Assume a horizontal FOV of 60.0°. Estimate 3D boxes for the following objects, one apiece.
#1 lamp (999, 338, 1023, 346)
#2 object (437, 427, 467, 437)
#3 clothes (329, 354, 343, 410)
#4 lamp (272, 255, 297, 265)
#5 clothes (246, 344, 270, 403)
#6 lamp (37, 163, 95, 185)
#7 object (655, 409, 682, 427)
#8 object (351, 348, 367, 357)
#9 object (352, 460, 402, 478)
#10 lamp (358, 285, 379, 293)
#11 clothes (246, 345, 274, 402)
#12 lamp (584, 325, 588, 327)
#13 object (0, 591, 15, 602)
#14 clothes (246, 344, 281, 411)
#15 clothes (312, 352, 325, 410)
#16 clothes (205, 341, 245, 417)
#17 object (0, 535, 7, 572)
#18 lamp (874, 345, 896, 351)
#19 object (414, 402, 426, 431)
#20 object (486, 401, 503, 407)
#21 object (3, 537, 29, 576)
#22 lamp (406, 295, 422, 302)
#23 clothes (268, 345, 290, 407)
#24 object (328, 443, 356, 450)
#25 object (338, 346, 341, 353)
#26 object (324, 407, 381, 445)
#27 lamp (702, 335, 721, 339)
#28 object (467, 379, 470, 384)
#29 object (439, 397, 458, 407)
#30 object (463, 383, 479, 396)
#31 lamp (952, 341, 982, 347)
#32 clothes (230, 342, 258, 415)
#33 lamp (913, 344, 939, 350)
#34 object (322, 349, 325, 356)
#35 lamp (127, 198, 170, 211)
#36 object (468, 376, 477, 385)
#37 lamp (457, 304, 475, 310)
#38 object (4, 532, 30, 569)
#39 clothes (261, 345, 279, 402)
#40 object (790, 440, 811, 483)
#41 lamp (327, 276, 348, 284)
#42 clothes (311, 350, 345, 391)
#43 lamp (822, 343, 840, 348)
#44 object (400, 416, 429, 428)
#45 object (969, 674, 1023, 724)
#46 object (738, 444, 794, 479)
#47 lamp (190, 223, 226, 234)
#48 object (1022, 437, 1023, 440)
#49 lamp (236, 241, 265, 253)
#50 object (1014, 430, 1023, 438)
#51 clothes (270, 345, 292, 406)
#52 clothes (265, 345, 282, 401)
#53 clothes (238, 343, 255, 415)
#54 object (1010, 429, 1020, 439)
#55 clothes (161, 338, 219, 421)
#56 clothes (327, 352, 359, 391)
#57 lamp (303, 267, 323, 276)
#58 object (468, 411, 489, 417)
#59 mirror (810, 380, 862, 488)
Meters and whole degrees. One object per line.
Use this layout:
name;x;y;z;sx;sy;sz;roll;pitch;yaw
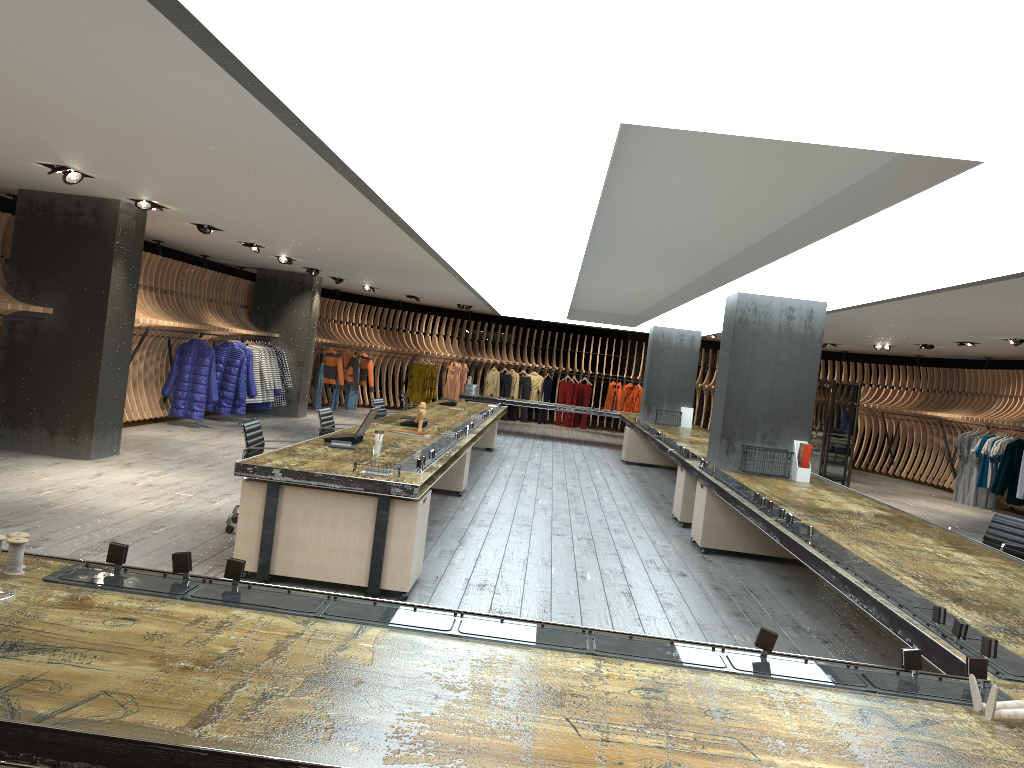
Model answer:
lamp;7.502;-0.694;13.166;0.269;0.286;0.493;7;1;3
object;-0.614;0.495;9.089;0.302;0.074;0.217;7;1;-3
clothes;-3.994;0.028;20.089;0.200;1.421;0.309;7;1;-5
lamp;-3.618;-2.051;14.176;0.269;0.286;0.493;7;1;3
clothes;-4.603;-0.168;15.639;0.752;1.062;0.128;7;1;1
lamp;-3.914;-1.919;7.804;0.269;0.288;0.493;7;1;3
object;2.845;0.621;16.113;0.459;0.289;0.329;7;1;5
object;-3.618;-0.715;20.609;0.549;0.243;0.023;6;1;-21
object;-0.869;0.552;5.723;0.302;0.074;0.217;7;1;-3
lamp;-3.023;-2.097;18.894;0.269;0.296;0.492;7;1;22
clothes;-4.592;-0.172;15.874;0.752;1.062;0.128;7;1;1
lamp;1.811;-1.612;22.463;0.492;0.296;0.269;7;1;-4
object;-1.564;0.584;2.495;0.343;0.015;0.233;8;2;34
clothes;-4.698;-0.132;16.527;0.885;1.238;0.245;7;1;-1
clothes;-4.241;0.013;19.549;0.200;1.421;0.309;7;1;-20
clothes;-4.885;-0.104;14.831;0.880;1.260;0.242;7;1;-1
object;-1.604;0.524;2.742;0.062;0.109;0.062;6;1;-25
lamp;7.514;-0.816;17.940;0.269;0.287;0.493;7;1;-17
object;-0.926;0.337;9.072;0.097;0.300;0.321;7;1;-14
object;-0.312;0.359;15.680;0.302;0.074;0.217;7;1;-3
object;-1.534;0.533;2.739;0.062;0.109;0.062;6;1;-25
lamp;-2.243;-2.042;20.272;0.269;0.293;0.492;7;1;35
clothes;-4.545;-0.132;16.678;0.807;1.187;0.192;7;1;3
object;-1.332;0.486;6.933;0.213;0.019;0.219;6;2;-12
object;-3.902;-0.736;20.089;0.023;0.243;0.549;7;1;-1
object;-1.311;0.329;7.290;0.365;0.316;0.373;7;1;3
lamp;4.829;-1.234;21.719;0.493;0.292;0.269;8;1;35
object;-0.926;-0.051;18.782;0.062;0.109;0.062;6;1;-31
object;-1.013;0.288;14.187;0.261;0.111;0.373;7;1;3
object;-0.875;0.125;18.920;0.303;0.239;0.498;7;1;3
lamp;7.576;-0.722;14.760;0.269;0.294;0.493;7;1;3
clothes;-4.720;-0.096;14.965;0.883;1.246;0.249;7;1;-1
lamp;7.648;-0.757;16.353;0.269;0.291;0.493;7;1;-2
object;-4.148;-0.750;19.535;0.023;0.243;0.549;7;1;-16
lamp;-3.841;-1.948;9.397;0.269;0.296;0.493;7;1;3
object;-0.818;-0.047;18.863;0.262;0.204;0.088;7;1;1
lamp;-1.130;-1.936;21.400;0.492;0.297;0.269;6;1;-37
object;-1.565;0.527;2.802;0.062;0.109;0.062;6;1;-25
clothes;-4.580;-0.178;16.136;0.752;1.062;0.128;7;1;1
object;2.862;0.763;8.758;0.129;0.383;0.240;7;1;3
lamp;-3.411;-2.106;17.357;0.269;0.292;0.492;7;1;9
clothes;-4.104;-0.334;19.852;0.840;0.881;0.200;7;1;18
lamp;6.966;-0.918;19.428;0.269;0.292;0.493;6;1;-30
object;-1.060;0.413;9.616;0.262;0.088;0.373;7;1;3
object;1.564;0.755;2.497;0.431;0.429;0.195;7;1;-2
object;2.500;0.772;8.718;0.459;0.289;0.330;7;1;0
lamp;-3.766;-1.982;10.990;0.269;0.292;0.493;7;1;3
object;8.389;0.898;14.456;0.525;0.270;0.012;7;1;3
lamp;-3.693;-2.014;12.583;0.269;0.294;0.493;7;1;3
object;8.376;0.897;14.642;0.524;0.284;0.014;7;1;13
clothes;-4.545;-0.137;16.866;0.799;1.185;0.191;7;1;3
clothes;-4.572;-0.181;16.315;0.752;1.062;0.128;7;1;1
clothes;-4.791;-0.107;15.147;0.885;1.238;0.245;7;1;-1
object;8.401;0.885;14.813;0.525;0.270;0.012;7;1;-12
clothes;-4.870;-0.072;13.437;0.885;1.238;0.245;7;1;-1
clothes;-3.804;-0.308;20.330;0.840;0.881;0.200;7;1;23
lamp;-3.544;-2.080;15.769;0.269;0.292;0.493;7;1;3
object;-0.462;0.428;12.304;0.302;0.071;0.209;7;1;-3
mirror;5.136;0.838;15.753;2.114;1.892;0.442;8;1;44
